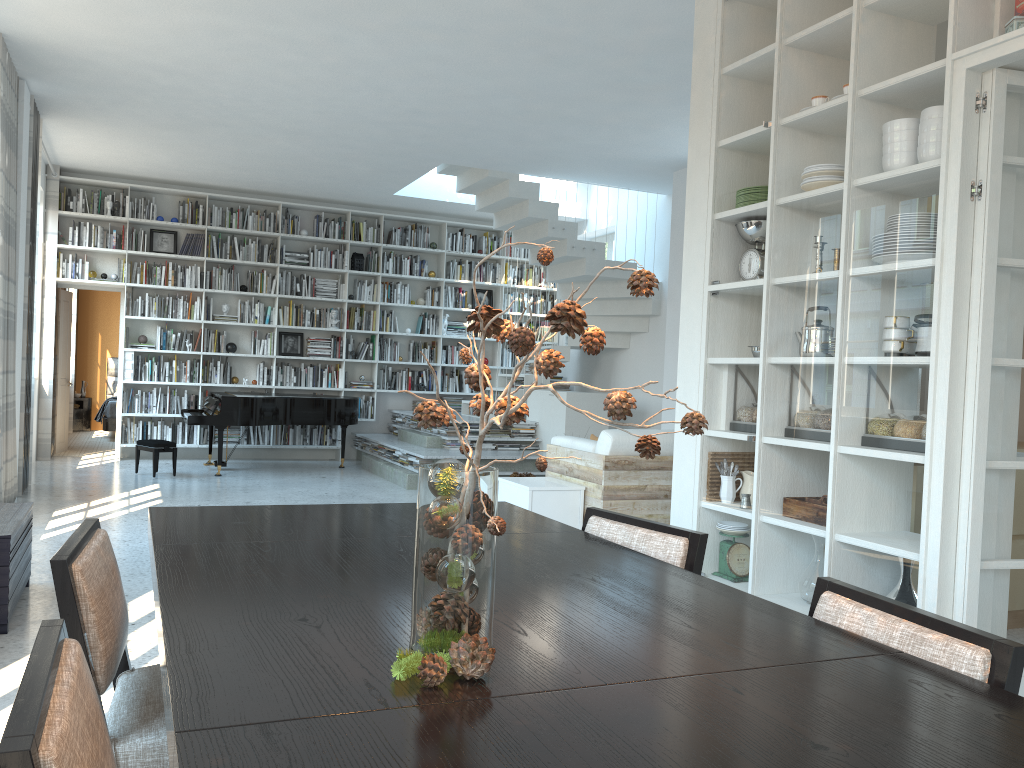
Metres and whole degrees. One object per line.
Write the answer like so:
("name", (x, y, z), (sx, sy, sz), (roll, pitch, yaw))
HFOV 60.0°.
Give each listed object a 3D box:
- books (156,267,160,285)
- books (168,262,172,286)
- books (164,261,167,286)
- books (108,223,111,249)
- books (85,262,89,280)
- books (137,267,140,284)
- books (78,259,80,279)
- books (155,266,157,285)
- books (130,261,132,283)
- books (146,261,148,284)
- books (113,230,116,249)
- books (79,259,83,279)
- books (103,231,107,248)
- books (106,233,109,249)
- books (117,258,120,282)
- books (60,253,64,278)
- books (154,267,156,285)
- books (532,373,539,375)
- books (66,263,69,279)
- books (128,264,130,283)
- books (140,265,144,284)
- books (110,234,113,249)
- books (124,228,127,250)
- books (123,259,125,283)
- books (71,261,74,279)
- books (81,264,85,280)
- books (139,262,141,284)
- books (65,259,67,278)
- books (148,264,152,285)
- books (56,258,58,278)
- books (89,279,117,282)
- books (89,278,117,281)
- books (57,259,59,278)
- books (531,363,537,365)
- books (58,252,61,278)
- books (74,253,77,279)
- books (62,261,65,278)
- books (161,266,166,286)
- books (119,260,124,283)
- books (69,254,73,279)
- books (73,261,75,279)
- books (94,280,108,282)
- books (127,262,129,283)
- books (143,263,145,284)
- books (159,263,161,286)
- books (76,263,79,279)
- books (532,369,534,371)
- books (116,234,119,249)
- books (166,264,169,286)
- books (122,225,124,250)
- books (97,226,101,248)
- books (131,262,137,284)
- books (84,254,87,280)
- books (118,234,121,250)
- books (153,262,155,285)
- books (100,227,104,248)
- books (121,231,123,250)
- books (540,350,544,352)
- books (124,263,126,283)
("books", (-4.119, -1.241, 10.318), (0.031, 0.217, 0.173), (2, 1, -23))
("books", (-3.996, -1.270, 10.357), (0.030, 0.286, 0.185), (2, 1, -23))
("books", (-4.046, -1.281, 10.361), (0.014, 0.304, 0.151), (2, 1, -23))
("books", (-4.584, -1.670, 10.100), (0.012, 0.303, 0.189), (2, 1, -23))
("books", (-4.797, -1.265, 10.015), (0.029, 0.211, 0.187), (2, 1, -23))
("books", (-4.310, -1.237, 10.226), (0.026, 0.195, 0.175), (2, 1, -23))
("books", (-4.879, -1.280, 9.998), (0.010, 0.234, 0.165), (2, 1, -23))
("books", (-4.141, -1.247, 10.315), (0.011, 0.229, 0.170), (2, 1, -23))
("books", (-4.386, -1.274, 10.201), (0.012, 0.263, 0.180), (2, 1, -23))
("books", (-4.224, -1.275, 10.265), (0.011, 0.277, 0.164), (2, 1, -23))
("books", (-4.535, -1.631, 10.115), (0.029, 0.229, 0.191), (2, 1, -23))
("books", (-4.855, -1.280, 9.982), (0.021, 0.237, 0.188), (2, 1, -23))
("books", (-4.637, -1.626, 10.096), (0.028, 0.212, 0.138), (2, 1, -23))
("books", (-4.614, -1.618, 10.115), (0.029, 0.197, 0.144), (2, 1, -23))
("books", (-4.506, -1.290, 10.154), (0.012, 0.285, 0.159), (2, 1, -23))
("books", (-5.039, -1.311, 9.921), (0.023, 0.282, 0.170), (2, 1, -23))
("books", (-4.151, -1.242, 10.304), (0.014, 0.218, 0.164), (2, 1, -23))
("books", (0.348, -0.118, 10.631), (0.206, 0.012, 0.183), (3, 0, 4))
("books", (-4.992, -1.260, 9.970), (0.029, 0.185, 0.134), (2, 1, -23))
("books", (-4.405, -1.260, 10.202), (0.022, 0.232, 0.151), (2, 1, -23))
("books", (-4.278, -1.253, 10.252), (0.030, 0.230, 0.172), (2, 1, -23))
("books", (-4.573, -1.609, 10.124), (0.031, 0.182, 0.151), (2, 1, -23))
("books", (-4.441, -1.647, 10.190), (0.037, 0.268, 0.113), (2, 1, -23))
("books", (-4.457, -1.289, 10.181), (0.010, 0.286, 0.137), (2, 1, -23))
("books", (-4.946, -1.273, 9.990), (0.023, 0.214, 0.140), (2, 1, -23))
("books", (-4.849, -1.258, 10.030), (0.029, 0.191, 0.134), (2, 1, -23))
("books", (-4.298, -1.271, 10.248), (0.010, 0.263, 0.150), (2, 1, -23))
("books", (-4.999, -1.278, 9.939), (0.010, 0.220, 0.181), (2, 1, -23))
("books", (-4.205, -1.260, 10.293), (0.047, 0.250, 0.134), (2, 1, -23))
("books", (-5.080, -1.285, 9.903), (0.013, 0.228, 0.179), (2, 1, -23))
("books", (-4.657, -1.172, 10.100), (0.285, 0.012, 0.159), (2, 0, -26))
("books", (-4.657, -1.184, 10.102), (0.285, 0.012, 0.159), (2, 0, -21))
("books", (-5.069, -1.282, 9.909), (0.013, 0.222, 0.162), (2, 1, -23))
("books", (0.352, -0.234, 10.618), (0.233, 0.025, 0.157), (3, 0, 14))
("books", (-5.064, -1.322, 9.935), (0.013, 0.303, 0.135), (2, 1, -23))
("books", (-4.902, -1.312, 9.965), (0.013, 0.297, 0.187), (2, 1, -23))
("books", (-5.020, -1.267, 9.939), (0.029, 0.197, 0.160), (2, 1, -23))
("books", (-4.074, -1.249, 10.347), (0.047, 0.238, 0.162), (2, 1, -23))
("books", (-4.489, -1.282, 10.185), (0.044, 0.269, 0.133), (2, 1, -23))
("books", (-4.959, -1.307, 9.964), (0.022, 0.281, 0.156), (2, 1, -23))
("books", (-4.923, -1.268, 9.977), (0.011, 0.206, 0.163), (2, 1, -23))
("books", (-4.660, -1.160, 10.106), (0.254, 0.012, 0.161), (2, 0, -23))
("books", (-4.424, -1.272, 10.203), (0.012, 0.254, 0.161), (2, 1, -23))
("books", (-4.256, -1.264, 10.259), (0.014, 0.253, 0.187), (2, 1, -23))
("books", (-4.100, -1.268, 10.331), (0.014, 0.273, 0.180), (2, 1, -23))
("books", (-4.893, -1.260, 9.986), (0.024, 0.193, 0.180), (2, 1, -23))
("books", (0.347, -0.162, 10.609), (0.214, 0.014, 0.138), (3, 0, 4))
("books", (-4.520, -1.614, 10.153), (0.029, 0.196, 0.146), (2, 1, -23))
("books", (-4.022, -1.264, 10.352), (0.023, 0.271, 0.187), (2, 1, -23))
("books", (-4.457, -1.660, 10.165), (0.014, 0.294, 0.172), (2, 1, -23))
("books", (-4.681, -1.652, 10.057), (0.025, 0.261, 0.167), (2, 1, -23))
("books", (-4.358, -1.271, 10.230), (0.062, 0.258, 0.153), (2, 1, -23))
("books", (-4.819, -1.310, 10.019), (0.013, 0.299, 0.179), (2, 1, -23))
("books", (-4.490, -1.608, 10.151), (0.026, 0.188, 0.154), (2, 1, -23))
("books", (-4.166, -1.273, 10.310), (0.012, 0.277, 0.150), (2, 1, -23))
("books", (-4.655, -1.646, 10.068), (0.030, 0.251, 0.165), (2, 1, -23))
("books", (-4.476, -1.632, 10.171), (0.014, 0.236, 0.143), (2, 1, -23))
("books", (0.462, -0.413, 11.190), (0.190, 0.015, 0.230), (2, 0, -9))
("books", (-4.431, -1.257, 10.155), (0.021, 0.224, 0.231), (2, 1, -23))
